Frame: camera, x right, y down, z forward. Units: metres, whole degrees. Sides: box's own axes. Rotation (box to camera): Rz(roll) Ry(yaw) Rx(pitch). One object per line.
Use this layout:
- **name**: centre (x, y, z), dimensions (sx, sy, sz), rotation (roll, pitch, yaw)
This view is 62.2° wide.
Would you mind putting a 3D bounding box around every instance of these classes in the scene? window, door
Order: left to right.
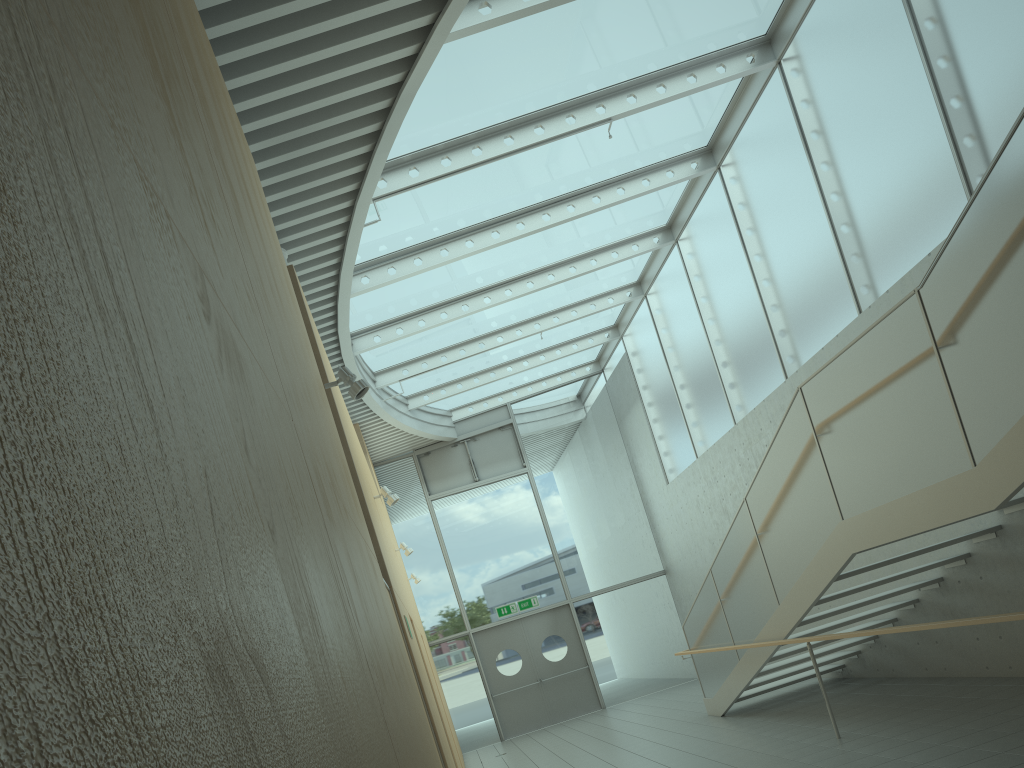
- **window**: centre (0.419, 3.330, 16.057), dimensions (4.822, 6.206, 0.112), rotation (-17, -1, -5)
- **door**: centre (0.473, 5.398, 15.948), dimensions (1.908, 2.080, 0.178), rotation (-17, -2, -5)
- **window**: centre (0.957, 1.120, 10.500), dimensions (4.736, 6.126, 16.586), rotation (-16, -15, -9)
- **window**: centre (2.563, -0.938, 10.726), dimensions (0.030, 2.682, 16.405), rotation (-17, -17, -10)

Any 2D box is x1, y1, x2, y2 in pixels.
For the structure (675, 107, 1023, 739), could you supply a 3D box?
- **structure**: centre (3.146, 0.093, 4.745), dimensions (1.866, 4.114, 13.218), rotation (-17, -16, -10)

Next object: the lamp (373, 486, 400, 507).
- **lamp**: centre (-1.130, 1.004, 7.612), dimensions (0.226, 0.193, 0.148), rotation (-12, -9, -26)

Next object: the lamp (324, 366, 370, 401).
- **lamp**: centre (-0.912, -0.008, 4.700), dimensions (0.226, 0.193, 0.148), rotation (-12, -9, -26)

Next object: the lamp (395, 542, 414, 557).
- **lamp**: centre (-1.364, 2.087, 10.726), dimensions (0.226, 0.193, 0.148), rotation (-12, -9, -26)

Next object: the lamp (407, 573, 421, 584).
- **lamp**: centre (-1.599, 3.176, 13.861), dimensions (0.226, 0.193, 0.148), rotation (-12, -9, -26)
